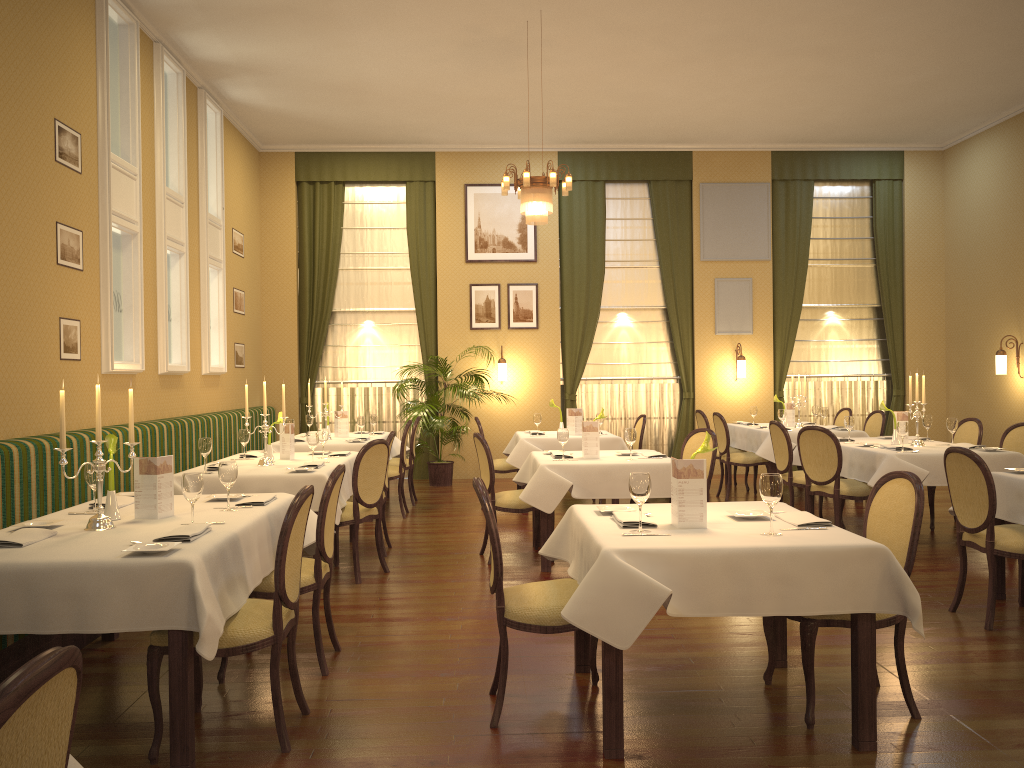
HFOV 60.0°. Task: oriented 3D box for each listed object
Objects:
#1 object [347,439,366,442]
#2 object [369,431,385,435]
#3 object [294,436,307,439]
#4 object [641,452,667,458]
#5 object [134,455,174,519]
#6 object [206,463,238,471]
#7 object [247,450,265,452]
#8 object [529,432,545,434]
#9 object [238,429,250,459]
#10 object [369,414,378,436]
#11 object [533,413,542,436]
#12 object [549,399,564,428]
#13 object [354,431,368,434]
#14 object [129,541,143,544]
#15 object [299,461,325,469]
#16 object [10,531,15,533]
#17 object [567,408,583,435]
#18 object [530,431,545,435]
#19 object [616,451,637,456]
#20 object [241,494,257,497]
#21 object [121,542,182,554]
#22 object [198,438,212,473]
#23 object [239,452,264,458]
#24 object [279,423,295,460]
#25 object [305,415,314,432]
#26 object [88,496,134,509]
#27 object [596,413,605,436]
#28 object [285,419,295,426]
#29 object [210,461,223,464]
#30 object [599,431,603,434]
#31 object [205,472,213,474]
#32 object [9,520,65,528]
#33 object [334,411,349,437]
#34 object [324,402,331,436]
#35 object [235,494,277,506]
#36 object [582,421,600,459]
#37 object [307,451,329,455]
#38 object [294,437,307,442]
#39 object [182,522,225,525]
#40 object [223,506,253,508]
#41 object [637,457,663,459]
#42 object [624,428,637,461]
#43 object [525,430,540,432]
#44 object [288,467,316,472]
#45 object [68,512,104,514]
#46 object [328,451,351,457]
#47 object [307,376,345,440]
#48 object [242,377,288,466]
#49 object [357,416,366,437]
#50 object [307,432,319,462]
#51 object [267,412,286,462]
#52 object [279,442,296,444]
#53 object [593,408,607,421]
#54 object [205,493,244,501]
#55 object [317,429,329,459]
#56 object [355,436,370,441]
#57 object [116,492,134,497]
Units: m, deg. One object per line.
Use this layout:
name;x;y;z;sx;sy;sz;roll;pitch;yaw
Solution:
object;-1.498;0.551;8.547;0.160;0.024;0.160;-1;0;-2
object;-1.493;0.543;9.817;0.142;0.024;0.273;-1;0;-2
object;-2.202;0.556;9.107;0.160;0.024;0.160;-1;0;-2
object;1.068;0.534;6.679;0.142;0.024;0.273;-1;0;-2
object;-1.585;0.461;3.945;0.166;0.277;0.081;-1;0;-31
object;-1.994;0.573;6.111;0.142;0.033;0.273;-1;0;-2
object;-2.111;0.568;7.347;0.160;0.024;0.160;-1;0;-2
object;0.277;0.525;9.557;0.181;0.015;0.038;-1;0;-1
object;-2.074;0.467;6.873;0.088;0.229;0.088;0;1;40
object;-1.488;0.440;9.528;0.088;0.229;0.088;-1;1;-44
object;0.264;0.421;9.183;0.088;0.229;0.088;-1;1;-44
object;0.481;0.344;9.379;0.163;0.375;0.076;-1;0;19
object;-1.686;0.543;9.914;0.160;0.024;0.160;-1;0;-2
object;-1.332;0.592;3.302;0.181;0.015;0.038;-1;0;-1
object;-1.395;0.565;6.169;0.142;0.033;0.273;-1;0;-2
object;-1.930;0.599;3.584;0.185;0.010;0.017;-1;0;-1
object;0.653;0.394;9.240;0.166;0.277;0.081;-1;0;4
object;0.268;0.520;9.390;0.142;0.033;0.273;-1;0;-2
object;0.875;0.534;6.777;0.160;0.024;0.160;-1;0;-2
object;-1.335;0.582;4.634;0.181;0.015;0.038;-1;0;-1
object;-1.277;0.588;3.148;0.160;0.024;0.160;-1;0;-2
object;-2.039;0.474;5.892;0.088;0.229;0.088;-1;1;-44
object;-2.070;0.566;7.079;0.142;0.033;0.273;-1;0;-2
object;-1.702;0.441;6.786;0.081;0.277;0.166;-1;1;-41
object;-2.185;0.449;9.570;0.088;0.229;0.088;-1;1;-44
object;-1.960;0.585;4.377;0.142;0.033;0.273;-1;0;-2
object;0.904;0.414;9.079;0.088;0.229;0.088;-1;1;-44
object;-2.149;0.456;8.590;0.088;0.229;0.088;-1;1;-44
object;-2.092;0.574;6.409;0.160;0.024;0.160;-1;0;-2
object;0.875;0.516;9.440;0.142;0.024;0.273;-1;0;-2
object;-2.039;0.582;5.805;0.181;0.015;0.038;-1;0;-1
object;-1.981;0.593;3.708;0.160;0.024;0.160;-1;0;-2
object;-1.821;0.423;9.380;0.166;0.277;0.081;-1;0;14
object;-1.937;0.375;9.302;0.076;0.375;0.163;-1;0;-16
object;-1.272;0.580;4.418;0.142;0.024;0.273;-1;0;-2
object;0.559;0.414;6.577;0.166;0.277;0.081;0;1;44
object;-1.576;0.562;7.217;0.160;0.024;0.160;-1;0;-2
object;-2.104;0.554;8.808;0.142;0.033;0.273;-1;0;-2
object;-1.312;0.590;3.760;0.185;0.010;0.017;-1;0;-2
object;-1.331;0.587;4.226;0.185;0.010;0.017;-1;0;-2
object;1.009;0.541;6.487;0.185;0.010;0.017;-1;0;-2
object;0.855;0.434;6.388;0.088;0.229;0.088;0;1;40
object;0.227;0.521;9.657;0.160;0.024;0.160;-1;0;-2
object;-1.388;0.570;5.849;0.160;0.024;0.160;-1;0;-2
object;-1.951;0.596;4.088;0.185;0.010;0.017;-1;0;-1
object;-1.383;0.561;7.120;0.142;0.024;0.273;-1;0;-2
object;-1.884;0.240;8.973;0.390;0.655;0.131;-1;0;3
object;-1.769;0.258;6.356;0.390;0.655;0.131;-1;0;12
object;-1.538;0.444;9.054;0.088;0.229;0.088;-1;1;-44
object;-1.427;0.463;6.357;0.088;0.229;0.088;-1;1;-44
object;-1.760;0.393;6.573;0.163;0.375;0.076;-1;0;19
object;-2.150;0.563;8.502;0.181;0.015;0.038;-1;0;-1
object;0.639;0.362;6.690;0.163;0.375;0.076;-1;0;-26
object;-1.465;0.581;4.516;0.160;0.024;0.160;-1;0;-2
object;-1.456;0.460;6.833;0.088;0.229;0.088;-1;1;-44
object;-1.506;0.546;8.867;0.142;0.033;0.273;-1;0;-2
object;-2.001;0.586;4.645;0.160;0.024;0.160;-1;0;-2
